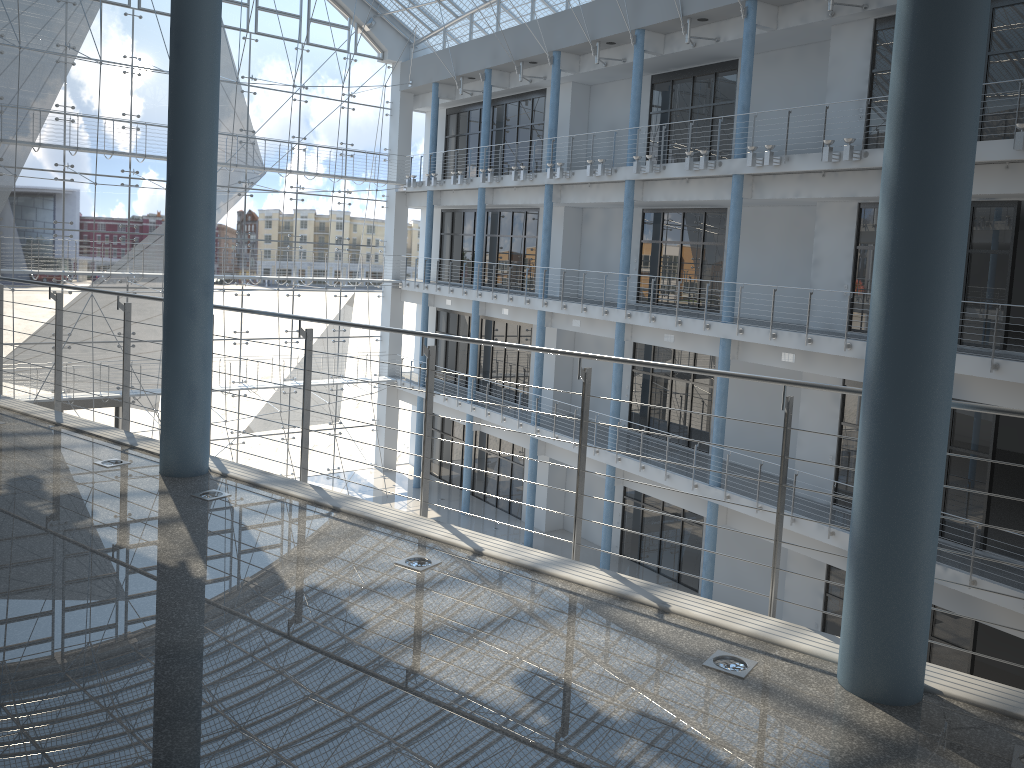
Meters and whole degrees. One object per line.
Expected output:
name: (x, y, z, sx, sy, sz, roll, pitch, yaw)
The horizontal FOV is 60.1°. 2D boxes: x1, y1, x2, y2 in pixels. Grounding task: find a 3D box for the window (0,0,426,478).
window: (-1.946, -0.823, 3.725, 3.852, 2.756, 0.010, -3, 7, -39)
